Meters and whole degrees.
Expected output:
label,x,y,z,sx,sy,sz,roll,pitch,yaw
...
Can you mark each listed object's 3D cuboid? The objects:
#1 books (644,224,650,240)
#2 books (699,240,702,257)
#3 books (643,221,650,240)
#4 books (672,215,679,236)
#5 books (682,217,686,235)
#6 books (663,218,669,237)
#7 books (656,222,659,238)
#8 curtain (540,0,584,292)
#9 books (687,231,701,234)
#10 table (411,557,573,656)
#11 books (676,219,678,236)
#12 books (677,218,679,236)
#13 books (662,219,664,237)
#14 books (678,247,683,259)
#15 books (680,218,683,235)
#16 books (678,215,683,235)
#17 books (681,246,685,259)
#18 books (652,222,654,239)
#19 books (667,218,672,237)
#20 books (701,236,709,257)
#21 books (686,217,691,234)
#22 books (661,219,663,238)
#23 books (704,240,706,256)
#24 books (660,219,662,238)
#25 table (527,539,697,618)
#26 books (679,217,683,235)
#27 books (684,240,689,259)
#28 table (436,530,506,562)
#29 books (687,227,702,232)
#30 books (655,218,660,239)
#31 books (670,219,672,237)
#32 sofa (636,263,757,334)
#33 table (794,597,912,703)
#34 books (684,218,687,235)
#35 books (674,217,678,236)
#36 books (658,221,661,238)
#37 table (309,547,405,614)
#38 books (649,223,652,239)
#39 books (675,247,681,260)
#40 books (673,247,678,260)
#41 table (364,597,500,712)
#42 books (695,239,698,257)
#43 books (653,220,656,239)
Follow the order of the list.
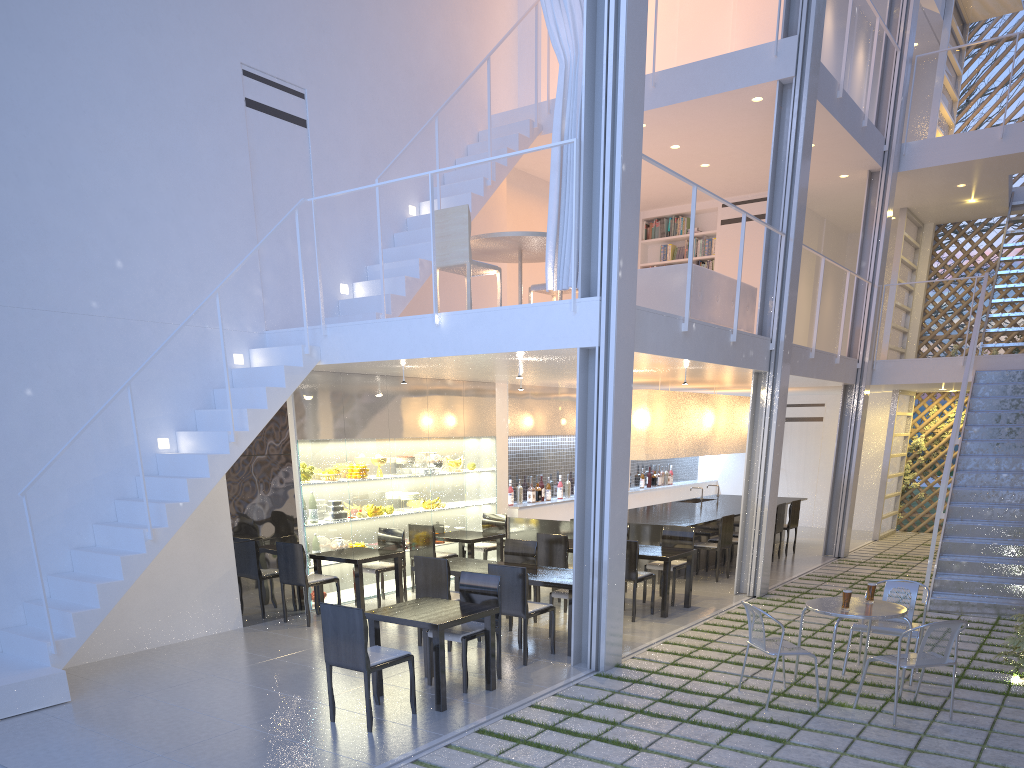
label,x,y,z,sx,sy,sz,roll,pitch,yaw
books,1.088,-1.209,6.595,0.005,0.132,0.090,13,16,36
books,0.257,-0.322,5.455,3.494,1.735,0.028,-1,13,-43
books,1.081,-1.218,6.600,0.014,0.152,0.084,13,17,36
books,1.283,-1.232,6.465,0.014,0.164,0.083,13,18,36
books,1.356,-1.223,6.416,0.014,0.138,0.090,13,16,36
books,1.223,-1.225,6.508,0.024,0.156,0.079,12,18,36
books,1.173,-1.213,6.540,0.020,0.132,0.087,12,16,36
curtain,0.097,-1.596,2.840,0.502,2.595,0.090,9,19,28
books,1.421,-1.170,6.404,0.093,0.022,0.061,-2,-1,35
table,-0.010,1.041,3.906,0.900,0.352,0.336,0,6,34
books,1.312,-1.217,6.452,0.017,0.130,0.081,12,17,36
books,1.320,-1.221,6.440,0.005,0.138,0.091,13,16,36
books,1.215,-1.225,6.513,0.024,0.156,0.079,12,18,36
books,1.345,-1.027,6.506,0.039,0.108,0.059,10,16,35
books,1.344,-1.220,6.426,0.014,0.133,0.088,13,16,36
books,1.328,-1.230,6.435,0.009,0.156,0.085,13,18,36
books,1.362,-1.027,6.494,0.039,0.108,0.059,10,16,35
books,1.142,-1.214,6.572,0.020,0.140,0.066,12,18,36
books,1.256,-1.226,6.489,0.026,0.153,0.075,12,18,36
books,0.249,-0.302,5.473,3.496,1.833,0.029,-1,14,-42
books,1.377,-1.223,6.415,0.006,0.138,0.068,13,18,36
books,1.208,-1.224,6.518,0.024,0.156,0.079,12,18,36
books,1.509,-1.044,6.384,0.006,0.129,0.077,13,17,36
books,1.201,-1.224,6.523,0.024,0.156,0.079,12,18,36
table,0.529,1.077,4.630,0.900,0.352,0.336,0,6,34
books,1.334,-1.225,6.430,0.008,0.144,0.091,13,17,36
books,1.380,-1.050,6.466,0.014,0.152,0.075,13,18,36
table,-0.287,1.110,5.172,0.351,0.355,0.337,5,9,35
books,1.420,-1.193,6.392,0.092,0.022,0.061,-2,-1,40
books,1.162,-1.227,6.548,0.011,0.164,0.078,13,18,36
books,1.270,-1.218,6.477,0.014,0.135,0.084,13,17,36
sofa,0.997,-0.403,4.776,0.489,0.393,0.950,4,2,36
table,1.265,0.989,3.078,0.349,0.358,0.324,-1,8,-3
books,1.367,-1.219,6.413,0.006,0.130,0.086,13,16,36
books,1.299,-1.226,6.455,0.009,0.151,0.085,13,17,36
books,1.185,-1.216,6.529,0.007,0.138,0.091,13,16,36
table,-0.826,1.074,4.448,0.351,0.355,0.337,5,9,35
books,1.124,-1.213,6.584,0.020,0.140,0.066,12,18,36
books,1.326,-1.026,6.517,0.039,0.108,0.059,10,16,35
books,1.309,-1.025,6.530,0.039,0.108,0.059,10,16,35
table,-0.293,0.998,3.068,0.351,0.355,0.337,5,9,35
books,1.451,-1.049,6.411,0.008,0.144,0.091,13,17,36
books,1.151,-1.222,6.555,0.010,0.155,0.082,13,18,36
